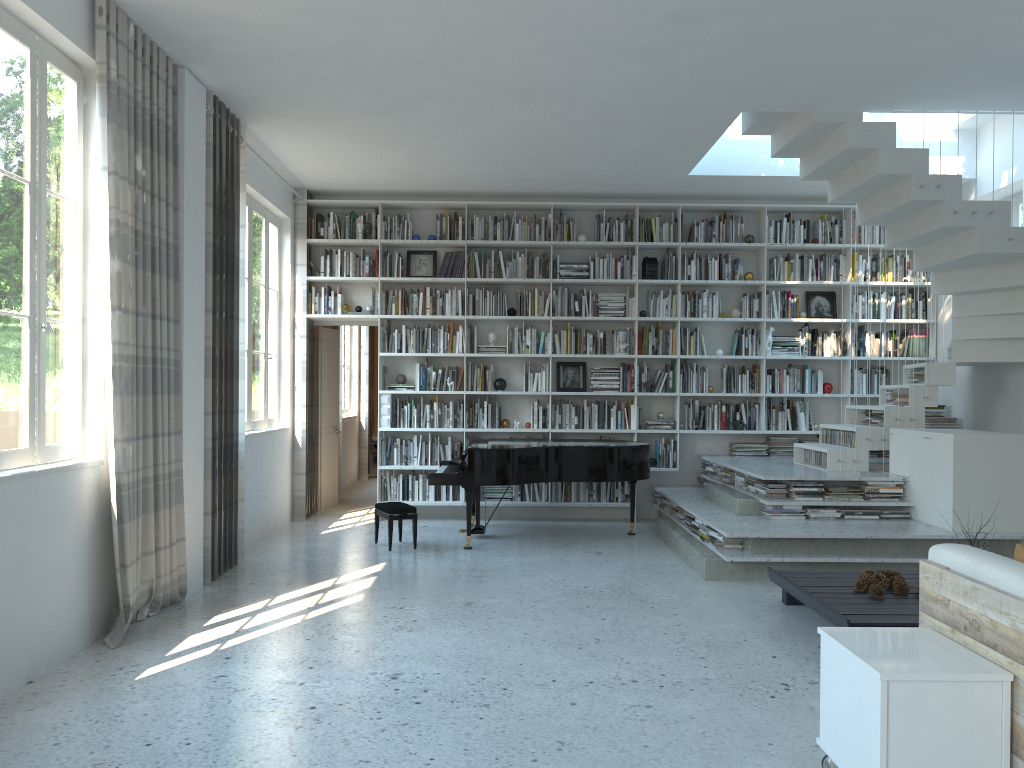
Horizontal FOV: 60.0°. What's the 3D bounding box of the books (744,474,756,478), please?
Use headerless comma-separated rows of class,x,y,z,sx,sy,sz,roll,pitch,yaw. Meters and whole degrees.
books,2.003,0.744,7.201,0.189,0.022,0.237,0,0,4

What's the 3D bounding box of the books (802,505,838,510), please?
books,2.331,0.935,6.719,0.220,0.013,0.149,0,0,-2

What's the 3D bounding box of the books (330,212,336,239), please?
books,-1.778,-1.550,8.825,0.028,0.283,0.189,0,0,-1

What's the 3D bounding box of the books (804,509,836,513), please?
books,2.331,0.956,6.722,0.211,0.018,0.134,0,0,2

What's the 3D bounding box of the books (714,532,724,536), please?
books,1.528,1.060,6.318,0.165,0.015,0.243,0,0,3

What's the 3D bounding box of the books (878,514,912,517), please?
books,2.881,0.991,6.723,0.234,0.017,0.151,0,0,0

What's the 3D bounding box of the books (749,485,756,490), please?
books,2.027,0.838,7.202,0.155,0.028,0.189,0,0,0

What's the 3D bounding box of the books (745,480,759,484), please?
books,2.013,0.793,7.202,0.187,0.009,0.250,0,0,-1

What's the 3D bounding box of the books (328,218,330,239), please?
books,-1.804,-1.522,8.835,0.024,0.227,0.157,0,0,-1

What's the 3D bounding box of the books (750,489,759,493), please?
books,2.025,0.869,7.202,0.142,0.020,0.230,0,0,4

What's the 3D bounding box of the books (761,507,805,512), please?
books,2.047,0.948,6.705,0.292,0.012,0.159,0,0,2

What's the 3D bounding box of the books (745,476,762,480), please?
books,2.017,0.767,7.202,0.171,0.007,0.260,0,0,-3

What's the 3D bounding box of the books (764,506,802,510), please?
books,2.047,0.937,6.717,0.257,0.010,0.132,0,0,3

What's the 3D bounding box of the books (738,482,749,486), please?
books,2.018,0.840,7.507,0.167,0.024,0.192,0,0,0

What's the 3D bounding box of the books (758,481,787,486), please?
books,2.035,0.780,6.925,0.149,0.014,0.228,0,0,-3

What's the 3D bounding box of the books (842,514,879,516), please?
books,2.616,0.983,6.709,0.254,0.005,0.161,0,0,-5

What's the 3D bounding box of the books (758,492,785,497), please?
books,2.025,0.860,6.925,0.161,0.014,0.212,0,0,3

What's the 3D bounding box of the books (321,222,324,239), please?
books,-1.871,-1.502,8.817,0.028,0.186,0.182,0,0,-1

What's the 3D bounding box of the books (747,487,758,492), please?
books,2.022,0.856,7.202,0.154,0.007,0.292,0,0,2

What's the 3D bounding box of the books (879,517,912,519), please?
books,2.881,1.013,6.716,0.261,0.006,0.151,0,0,-5

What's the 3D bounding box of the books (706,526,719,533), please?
books,1.514,1.035,6.318,0.192,0.014,0.256,0,0,-5

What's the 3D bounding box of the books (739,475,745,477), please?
books,2.023,0.776,7.507,0.145,0.017,0.208,0,0,-6

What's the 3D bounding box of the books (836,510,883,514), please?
books,2.616,0.963,6.701,0.287,0.018,0.190,0,0,-2

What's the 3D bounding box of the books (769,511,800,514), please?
books,2.047,0.960,6.701,0.210,0.012,0.168,0,0,3

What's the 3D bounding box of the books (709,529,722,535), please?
books,1.521,1.047,6.318,0.176,0.010,0.266,0,0,-5

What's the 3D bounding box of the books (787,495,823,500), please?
books,2.251,0.872,6.821,0.216,0.015,0.177,0,0,-3

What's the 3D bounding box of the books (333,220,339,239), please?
books,-1.750,-1.511,8.816,0.030,0.206,0.175,0,0,-1

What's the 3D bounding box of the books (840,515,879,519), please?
books,2.616,0.995,6.703,0.250,0.018,0.177,0,0,2

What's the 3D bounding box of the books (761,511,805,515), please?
books,2.047,0.975,6.708,0.285,0.008,0.159,0,0,-3

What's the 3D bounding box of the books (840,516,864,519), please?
books,2.615,1.009,6.724,0.249,0.009,0.144,0,0,-2

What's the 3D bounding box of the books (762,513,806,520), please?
books,2.047,0.996,6.688,0.262,0.023,0.200,0,0,-3

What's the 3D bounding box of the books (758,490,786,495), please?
books,2.031,0.845,6.925,0.152,0.015,0.208,0,0,-4

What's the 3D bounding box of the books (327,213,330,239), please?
books,-1.821,-1.549,8.826,0.010,0.281,0.160,0,0,-1

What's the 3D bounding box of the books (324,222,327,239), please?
books,-1.842,-1.506,8.843,0.031,0.195,0.145,0,0,-1

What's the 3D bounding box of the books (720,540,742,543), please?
books,1.547,1.104,6.318,0.137,0.019,0.224,0,0,0

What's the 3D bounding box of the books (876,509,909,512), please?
books,2.882,0.958,6.732,0.215,0.007,0.130,0,0,1

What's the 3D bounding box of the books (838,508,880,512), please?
books,2.608,0.950,6.710,0.275,0.009,0.176,0,0,-1

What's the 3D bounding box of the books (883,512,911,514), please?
books,2.881,0.969,6.732,0.229,0.014,0.133,0,0,-2

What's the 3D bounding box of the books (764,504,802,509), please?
books,2.048,0.919,6.703,0.234,0.025,0.157,0,0,-6

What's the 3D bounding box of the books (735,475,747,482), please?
books,2.012,0.799,7.507,0.174,0.029,0.250,0,0,-3

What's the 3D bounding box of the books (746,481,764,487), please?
books,2.018,0.811,7.202,0.177,0.026,0.230,0,0,-1

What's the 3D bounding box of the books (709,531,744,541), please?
books,1.528,1.081,6.318,0.156,0.027,0.287,0,0,-6

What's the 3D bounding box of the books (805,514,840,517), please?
books,2.331,0.986,6.701,0.232,0.019,0.169,0,0,-6

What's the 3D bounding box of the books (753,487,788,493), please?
books,2.018,0.825,6.925,0.184,0.014,0.297,0,0,-2

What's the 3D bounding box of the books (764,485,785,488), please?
books,2.038,0.791,6.925,0.132,0.009,0.269,0,0,3

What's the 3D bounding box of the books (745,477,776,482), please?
books,2.016,0.777,7.202,0.168,0.013,0.281,0,0,-4

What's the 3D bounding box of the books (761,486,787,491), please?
books,2.042,0.813,6.925,0.137,0.012,0.242,0,0,0

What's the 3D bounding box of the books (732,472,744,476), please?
books,1.999,0.760,7.507,0.192,0.014,0.256,0,0,-5

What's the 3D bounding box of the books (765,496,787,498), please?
books,2.040,0.871,6.925,0.144,0.009,0.249,0,0,-1

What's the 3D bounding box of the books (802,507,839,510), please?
books,2.331,0.944,6.717,0.242,0.005,0.152,0,0,0

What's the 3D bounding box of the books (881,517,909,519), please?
books,2.881,1.005,6.721,0.179,0.010,0.160,0,0,-1

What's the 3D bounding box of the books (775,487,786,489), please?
books,2.064,0.801,6.925,0.091,0.011,0.190,0,0,-3

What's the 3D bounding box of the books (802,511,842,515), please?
books,2.331,0.971,6.711,0.272,0.012,0.158,0,0,-3

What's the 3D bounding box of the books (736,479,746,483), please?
books,2.007,0.821,7.507,0.178,0.015,0.187,0,0,4

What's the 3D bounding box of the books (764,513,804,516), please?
books,2.047,0.982,6.708,0.264,0.006,0.164,0,0,0

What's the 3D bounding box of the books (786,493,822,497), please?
books,2.251,0.859,6.835,0.227,0.013,0.148,0,0,-3

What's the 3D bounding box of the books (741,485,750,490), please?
books,2.026,0.873,7.508,0.132,0.016,0.262,0,0,4

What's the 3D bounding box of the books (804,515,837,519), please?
books,2.331,1.003,6.715,0.208,0.015,0.152,0,0,-3
